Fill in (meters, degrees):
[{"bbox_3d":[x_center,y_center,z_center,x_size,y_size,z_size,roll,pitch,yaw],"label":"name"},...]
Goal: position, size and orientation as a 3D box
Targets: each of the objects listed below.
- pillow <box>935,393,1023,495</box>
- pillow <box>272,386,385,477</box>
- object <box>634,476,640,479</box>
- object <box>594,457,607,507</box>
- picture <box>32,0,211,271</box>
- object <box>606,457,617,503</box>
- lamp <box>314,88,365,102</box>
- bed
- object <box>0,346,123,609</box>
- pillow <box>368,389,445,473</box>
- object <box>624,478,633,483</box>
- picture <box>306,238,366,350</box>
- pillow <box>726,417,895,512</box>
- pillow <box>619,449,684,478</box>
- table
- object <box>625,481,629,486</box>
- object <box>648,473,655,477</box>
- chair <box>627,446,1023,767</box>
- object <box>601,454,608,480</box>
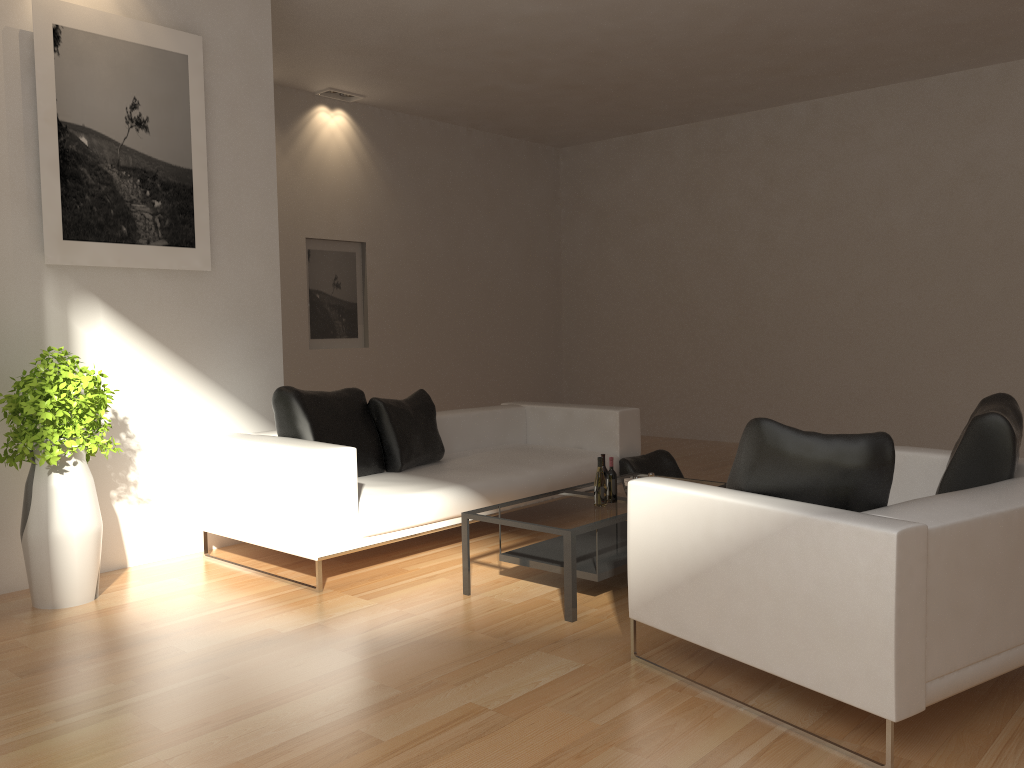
[{"bbox_3d":[1.943,0.377,3.704,0.324,0.666,0.506,1,4,32],"label":"pillow"},{"bbox_3d":[-1.130,0.325,5.540,0.346,0.666,0.755,1,4,28],"label":"pillow"},{"bbox_3d":[0.693,0.566,4.918,0.039,0.101,0.039,-1,3,0],"label":"object"},{"bbox_3d":[0.462,0.512,4.651,0.068,0.257,0.067,-3,4,-30],"label":"object"},{"bbox_3d":[-2.215,-1.391,5.121,0.004,1.431,0.979,2,5,42],"label":"picture"},{"bbox_3d":[0.532,0.512,4.739,0.059,0.244,0.059,2,5,42],"label":"object"},{"bbox_3d":[-1.733,-2.981,8.928,0.243,0.166,0.446,2,5,42],"label":"lamp"},{"bbox_3d":[-0.440,0.616,6.109,1.262,0.761,3.075,2,5,42],"label":"bed"},{"bbox_3d":[-2.321,0.464,4.565,0.570,1.324,0.631,-3,4,-34],"label":"object"},{"bbox_3d":[-0.713,0.312,6.040,0.270,0.524,0.628,1,4,25],"label":"pillow"},{"bbox_3d":[0.695,0.576,5.287,0.052,0.021,0.052,0,4,19],"label":"object"},{"bbox_3d":[-1.835,-0.922,9.189,0.005,1.155,0.802,2,5,42],"label":"picture"},{"bbox_3d":[1.047,0.416,3.221,0.660,0.598,0.291,1,4,31],"label":"pillow"},{"bbox_3d":[1.046,0.741,6.662,0.503,0.457,0.340,-3,4,-30],"label":"pillow"},{"bbox_3d":[0.530,0.851,4.893,0.709,0.460,1.566,2,5,42],"label":"table"},{"bbox_3d":[0.686,0.582,5.192,0.052,0.021,0.052,0,4,19],"label":"object"},{"bbox_3d":[0.791,0.557,5.036,0.039,0.101,0.039,-1,3,0],"label":"object"},{"bbox_3d":[1.474,0.731,3.583,1.671,0.761,1.262,-3,4,-33],"label":"chair"},{"bbox_3d":[0.498,0.506,4.840,0.057,0.248,0.057,-3,4,-30],"label":"object"}]
